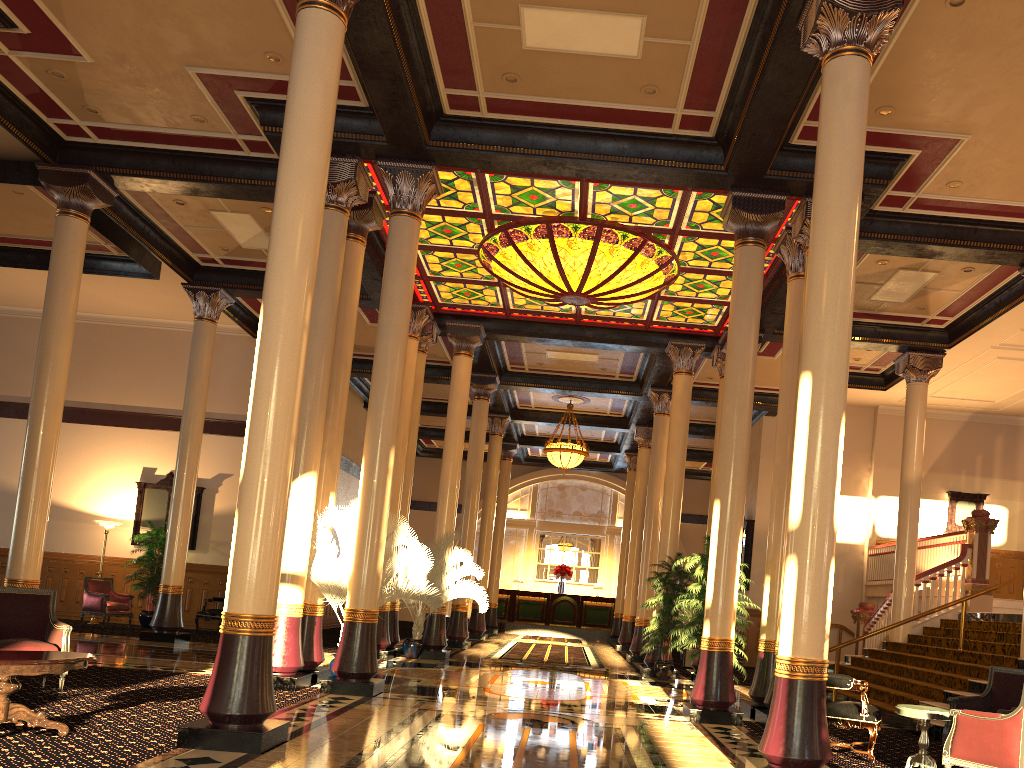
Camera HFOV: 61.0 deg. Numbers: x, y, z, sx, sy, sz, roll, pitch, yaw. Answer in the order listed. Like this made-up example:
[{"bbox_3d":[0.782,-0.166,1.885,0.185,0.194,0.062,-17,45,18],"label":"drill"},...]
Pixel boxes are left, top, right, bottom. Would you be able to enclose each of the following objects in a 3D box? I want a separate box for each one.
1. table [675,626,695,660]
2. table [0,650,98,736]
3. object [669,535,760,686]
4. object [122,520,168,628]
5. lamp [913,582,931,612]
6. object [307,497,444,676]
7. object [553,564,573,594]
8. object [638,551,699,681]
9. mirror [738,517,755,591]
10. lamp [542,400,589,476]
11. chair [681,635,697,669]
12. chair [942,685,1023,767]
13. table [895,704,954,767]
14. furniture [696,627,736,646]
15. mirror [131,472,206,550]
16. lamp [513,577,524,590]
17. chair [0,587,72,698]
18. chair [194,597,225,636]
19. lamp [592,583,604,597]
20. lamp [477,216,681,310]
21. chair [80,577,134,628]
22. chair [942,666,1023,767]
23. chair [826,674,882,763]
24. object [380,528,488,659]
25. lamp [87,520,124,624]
[{"bbox_3d":[3.484,5.886,19.741,1.103,0.762,1.673,4,-12,3],"label":"table"},{"bbox_3d":[-3.400,2.077,5.787,0.675,0.527,1.289,-1,-13,28],"label":"table"},{"bbox_3d":[2.400,2.841,10.367,1.135,2.125,0.997,10,-8,-39],"label":"object"},{"bbox_3d":[-6.990,3.703,17.001,1.135,2.125,0.997,10,-8,-39],"label":"object"},{"bbox_3d":[7.152,4.548,15.503,0.597,1.988,0.571,6,-5,-16],"label":"lamp"},{"bbox_3d":[-1.887,2.488,10.549,2.089,2.231,1.814,6,-8,-10],"label":"object"},{"bbox_3d":[5.564,1.769,15.176,0.687,4.224,29.755,6,-13,-14],"label":"object"},{"bbox_3d":[2.622,3.864,14.481,1.053,2.125,1.077,6,-6,-9],"label":"object"},{"bbox_3d":[5.569,4.040,21.198,0.255,1.961,1.816,5,-9,5],"label":"mirror"},{"bbox_3d":[1.380,1.350,21.735,1.198,1.883,1.201,5,-7,-4],"label":"lamp"},{"bbox_3d":[4.057,5.530,18.290,0.748,0.901,1.001,2,-10,22],"label":"chair"},{"bbox_3d":[3.643,2.594,6.375,0.713,0.909,0.627,9,-8,-28],"label":"chair"},{"bbox_3d":[3.372,2.936,7.117,0.462,0.549,0.508,-2,-11,42],"label":"table"},{"bbox_3d":[4.702,6.059,20.316,0.804,0.930,2.220,4,-12,4],"label":"furniture"},{"bbox_3d":[-7.037,2.565,17.743,1.384,1.536,0.202,5,-4,-1],"label":"mirror"},{"bbox_3d":[0.214,6.595,28.739,0.446,0.438,0.407,13,-12,-42],"label":"lamp"},{"bbox_3d":[-4.286,2.245,7.566,0.721,0.908,0.620,12,-10,-43],"label":"chair"},{"bbox_3d":[-5.650,4.331,16.959,0.714,1.085,0.782,1,-8,27],"label":"chair"},{"bbox_3d":[2.846,6.814,28.769,0.446,0.438,0.407,13,-12,-42],"label":"lamp"},{"bbox_3d":[0.959,-1.517,12.756,2.997,0.594,3.062,5,-13,0],"label":"lamp"},{"bbox_3d":[-7.590,4.115,16.346,0.625,0.908,0.716,2,-8,22],"label":"chair"},{"bbox_3d":[4.153,2.885,7.402,0.672,0.908,0.666,9,-8,-28],"label":"chair"},{"bbox_3d":[3.036,2.850,7.998,0.726,1.085,0.769,3,-8,17],"label":"chair"},{"bbox_3d":[-1.278,3.549,14.739,1.811,2.244,2.125,4,-9,5],"label":"object"},{"bbox_3d":[-8.035,3.688,16.992,0.610,1.988,0.558,9,-6,-37],"label":"lamp"}]
